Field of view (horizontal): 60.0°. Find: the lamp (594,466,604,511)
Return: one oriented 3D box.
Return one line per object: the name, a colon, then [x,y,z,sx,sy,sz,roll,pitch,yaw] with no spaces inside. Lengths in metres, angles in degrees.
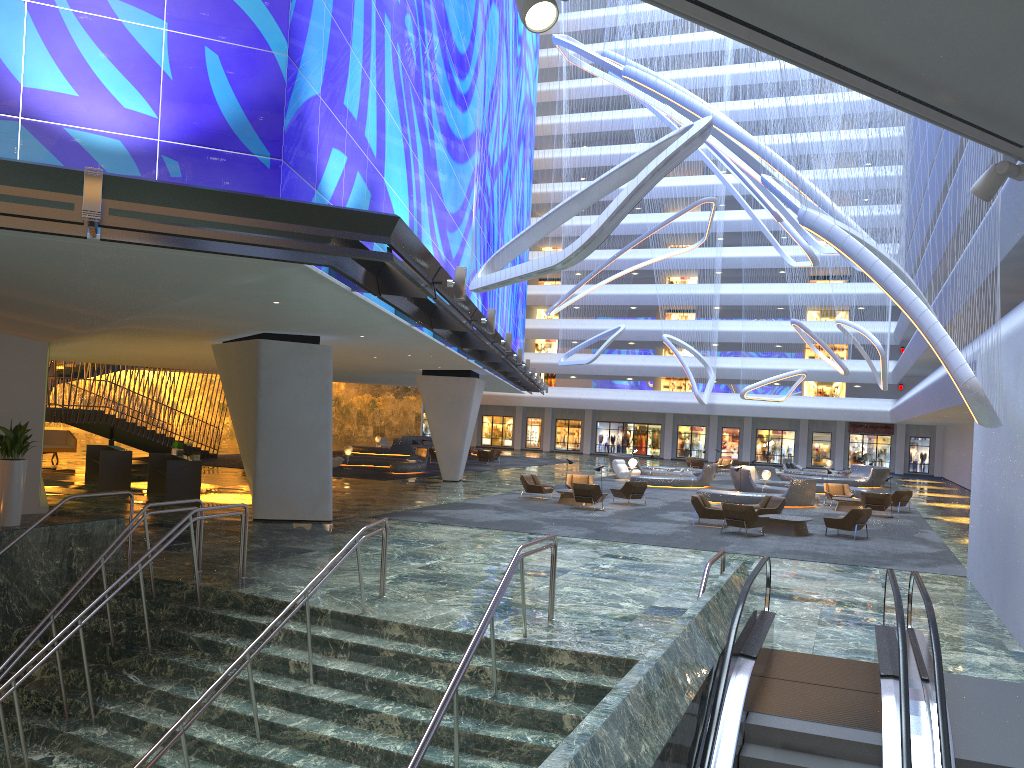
lamp: [2.518,2.997,25.577,0.384,1.300,0.202,3,0,38]

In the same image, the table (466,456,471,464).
table: [-2.831,3.984,47.025,1.203,0.392,1.203,3,-2,-14]

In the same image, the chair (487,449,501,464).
chair: [-1.140,3.922,47.903,0.939,0.766,0.929,4,-2,-30]

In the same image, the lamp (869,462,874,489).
lamp: [17.260,4.383,42.565,0.202,1.300,0.384,3,0,-19]

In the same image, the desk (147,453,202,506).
desk: [-8.768,2.434,22.941,0.814,1.097,2.976,3,-2,-30]

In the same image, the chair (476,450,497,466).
chair: [-1.361,3.838,45.950,0.929,0.766,0.939,2,-1,19]

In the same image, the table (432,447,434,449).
table: [-4.864,4.270,57.388,0.671,0.406,0.673,4,-2,-24]

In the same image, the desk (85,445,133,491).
desk: [-11.651,2.386,25.539,0.814,1.097,2.976,3,-2,-32]

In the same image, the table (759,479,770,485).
table: [9.911,4.054,34.769,0.417,0.595,0.428,3,-1,20]

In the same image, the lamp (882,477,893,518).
lamp: [11.871,3.561,27.983,0.384,1.300,0.202,3,0,38]

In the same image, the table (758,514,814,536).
table: [6.863,3.541,22.232,1.202,0.392,1.204,1,-3,39]

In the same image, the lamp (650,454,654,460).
lamp: [6.069,3.663,38.478,0.202,1.300,0.384,3,0,-3]

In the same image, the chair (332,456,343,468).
chair: [-7.860,3.151,37.985,1.158,0.882,0.729,4,-1,-25]

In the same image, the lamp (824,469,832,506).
lamp: [11.195,3.656,31.422,0.202,1.300,0.384,3,0,38]

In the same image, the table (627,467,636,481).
table: [5.289,3.986,39.192,0.418,0.595,0.428,3,-1,-5]

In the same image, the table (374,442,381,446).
table: [-8.316,3.876,54.531,0.417,0.595,0.428,3,-1,20]

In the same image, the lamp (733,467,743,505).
lamp: [7.585,3.410,29.725,0.384,1.300,0.202,3,0,38]

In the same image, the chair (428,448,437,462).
chair: [-3.894,3.711,45.999,0.939,0.766,0.930,3,-1,-8]

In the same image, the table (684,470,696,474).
table: [8.698,4.414,42.965,0.674,0.406,0.671,3,-2,-17]

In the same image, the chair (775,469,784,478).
chair: [14.398,4.844,47.991,0.491,0.501,0.586,4,-2,-34]

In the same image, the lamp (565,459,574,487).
lamp: [1.843,3.092,29.016,0.202,1.300,0.384,3,0,38]

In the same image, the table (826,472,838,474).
table: [17.843,5.124,49.534,0.670,0.406,0.674,2,-2,18]

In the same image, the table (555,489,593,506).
table: [1.974,3.481,27.219,1.202,0.392,1.204,2,-2,22]

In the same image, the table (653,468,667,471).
table: [7.210,4.349,43.244,0.673,0.406,0.672,1,-2,41]

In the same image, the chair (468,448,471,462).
chair: [-2.722,3.867,48.567,0.929,0.766,0.939,3,-1,-5]

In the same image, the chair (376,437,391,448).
chair: [-8.018,3.800,55.422,0.729,0.882,1.157,3,-1,-25]

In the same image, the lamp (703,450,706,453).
lamp: [10.543,4.268,48.546,0.202,1.300,0.384,3,0,-16]

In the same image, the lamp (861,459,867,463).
lamp: [18.452,4.590,46.444,0.384,1.300,0.202,3,0,21]

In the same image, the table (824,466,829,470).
table: [18.585,5.153,52.082,0.418,0.595,0.428,3,-1,-5]

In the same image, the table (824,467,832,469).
table: [18.100,5.076,50.911,0.418,0.595,0.427,3,-1,-25]

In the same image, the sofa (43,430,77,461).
sofa: [-18.377,2.302,33.414,3.420,1.180,1.061,5,-2,-43]

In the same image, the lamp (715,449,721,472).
lamp: [11.968,4.461,51.747,0.384,1.300,0.202,3,0,-17]

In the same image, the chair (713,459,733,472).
chair: [12.333,4.743,51.586,0.929,0.766,0.940,2,-2,40]

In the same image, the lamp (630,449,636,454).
lamp: [5.958,3.863,43.934,0.384,1.300,0.202,3,0,14]

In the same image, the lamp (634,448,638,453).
lamp: [6.402,3.975,46.307,0.202,1.300,0.384,3,0,-25]

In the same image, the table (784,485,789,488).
table: [11.471,4.265,35.279,1.202,0.392,1.204,2,-2,22]

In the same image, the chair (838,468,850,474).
chair: [18.229,4.901,47.867,0.930,0.766,0.938,4,-2,-36]

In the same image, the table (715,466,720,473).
table: [11.039,4.805,50.189,1.204,0.392,1.202,4,-2,-33]

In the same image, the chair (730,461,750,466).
chair: [12.786,4.694,49.675,0.929,0.766,0.939,3,-1,0]

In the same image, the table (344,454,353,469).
table: [-6.977,3.309,37.693,0.427,0.595,0.418,3,-1,20]

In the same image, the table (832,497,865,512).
table: [11.326,4.045,29.625,1.202,0.392,1.204,2,-2,21]

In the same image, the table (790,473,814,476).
table: [15.028,4.847,45.930,1.202,0.392,1.204,2,-2,22]

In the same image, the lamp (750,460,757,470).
lamp: [10.238,3.838,37.535,0.384,1.300,0.202,3,0,38]
